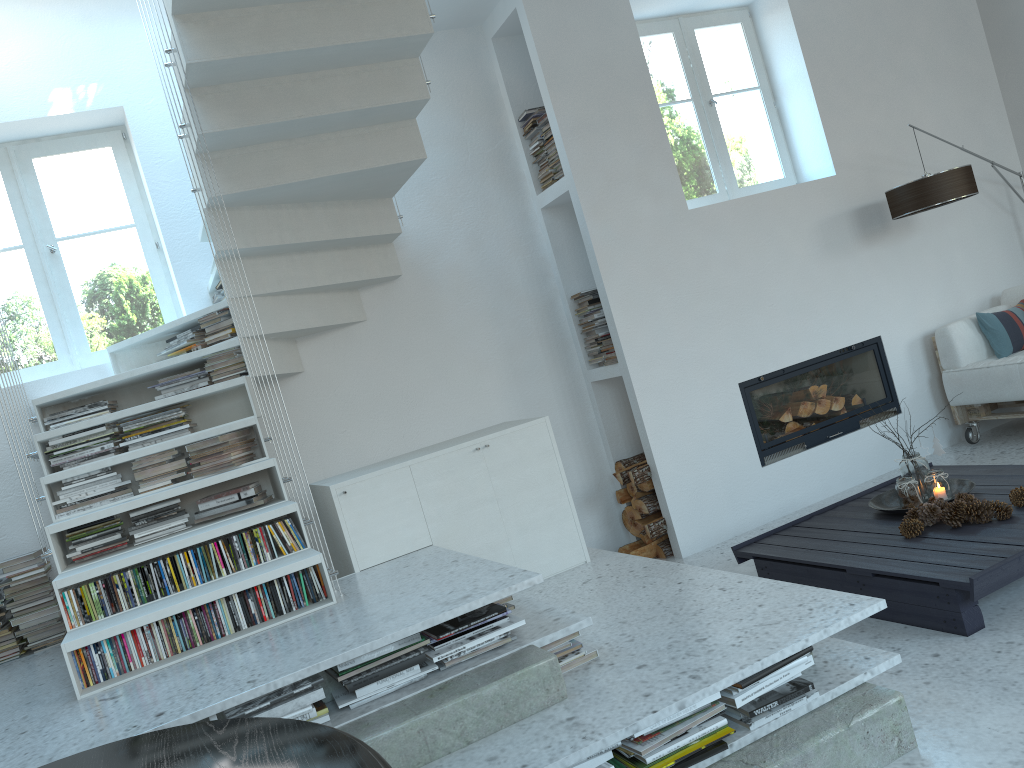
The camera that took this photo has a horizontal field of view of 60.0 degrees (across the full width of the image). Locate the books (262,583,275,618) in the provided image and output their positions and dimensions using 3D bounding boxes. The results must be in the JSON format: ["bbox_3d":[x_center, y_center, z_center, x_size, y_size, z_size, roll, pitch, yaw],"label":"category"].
[{"bbox_3d":[-0.858,0.751,3.102,0.008,0.125,0.125,-17,2,-22],"label":"books"}]

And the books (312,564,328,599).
[{"bbox_3d":[-0.691,0.700,3.174,0.009,0.125,0.125,-17,2,-22],"label":"books"}]

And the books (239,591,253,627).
[{"bbox_3d":[-0.927,0.771,3.072,0.012,0.125,0.125,-17,2,-22],"label":"books"}]

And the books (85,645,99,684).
[{"bbox_3d":[-1.363,0.903,2.885,0.007,0.125,0.125,-17,2,-22],"label":"books"}]

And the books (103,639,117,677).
[{"bbox_3d":[-1.314,0.888,2.906,0.009,0.125,0.125,-17,2,-22],"label":"books"}]

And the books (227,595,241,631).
[{"bbox_3d":[-0.964,0.782,3.057,0.011,0.125,0.125,-17,2,-22],"label":"books"}]

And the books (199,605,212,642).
[{"bbox_3d":[-1.047,0.807,3.021,0.008,0.125,0.125,-17,2,-22],"label":"books"}]

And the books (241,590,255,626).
[{"bbox_3d":[-0.918,0.768,3.077,0.008,0.125,0.125,-17,2,-22],"label":"books"}]

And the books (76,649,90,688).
[{"bbox_3d":[-1.387,0.910,2.875,0.008,0.125,0.125,-17,2,-22],"label":"books"}]

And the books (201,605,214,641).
[{"bbox_3d":[-1.041,0.806,3.024,0.008,0.125,0.125,-17,2,-22],"label":"books"}]

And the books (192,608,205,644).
[{"bbox_3d":[-1.067,0.813,3.012,0.008,0.125,0.125,-17,2,-22],"label":"books"}]

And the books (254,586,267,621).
[{"bbox_3d":[-0.883,0.758,3.091,0.008,0.125,0.125,-17,2,-22],"label":"books"}]

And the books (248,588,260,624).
[{"bbox_3d":[-0.904,0.764,3.082,0.007,0.125,0.125,-17,2,-22],"label":"books"}]

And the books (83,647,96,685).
[{"bbox_3d":[-1.371,0.905,2.882,0.009,0.125,0.125,-17,2,-22],"label":"books"}]

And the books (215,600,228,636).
[{"bbox_3d":[-0.999,0.793,3.042,0.008,0.125,0.125,-17,2,-22],"label":"books"}]

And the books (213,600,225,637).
[{"bbox_3d":[-1.007,0.795,3.038,0.010,0.125,0.125,-17,2,-22],"label":"books"}]

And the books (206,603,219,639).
[{"bbox_3d":[-1.027,0.801,3.029,0.008,0.125,0.125,-17,2,-22],"label":"books"}]

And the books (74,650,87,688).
[{"bbox_3d":[-1.393,0.911,2.873,0.008,0.125,0.125,-17,2,-22],"label":"books"}]

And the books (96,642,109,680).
[{"bbox_3d":[-1.336,0.894,2.897,0.010,0.125,0.125,-17,2,-22],"label":"books"}]

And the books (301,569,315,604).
[{"bbox_3d":[-0.736,0.714,3.155,0.013,0.125,0.125,-17,2,-22],"label":"books"}]

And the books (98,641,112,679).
[{"bbox_3d":[-1.329,0.892,2.900,0.007,0.125,0.125,-17,2,-22],"label":"books"}]

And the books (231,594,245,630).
[{"bbox_3d":[-0.949,0.778,3.063,0.008,0.125,0.125,-17,2,-22],"label":"books"}]

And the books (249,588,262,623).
[{"bbox_3d":[-0.897,0.762,3.085,0.007,0.125,0.125,-17,2,-22],"label":"books"}]

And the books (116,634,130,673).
[{"bbox_3d":[-1.280,0.878,2.921,0.008,0.125,0.125,-17,2,-22],"label":"books"}]

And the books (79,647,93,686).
[{"bbox_3d":[-1.379,0.907,2.879,0.010,0.125,0.125,-17,2,-22],"label":"books"}]

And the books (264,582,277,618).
[{"bbox_3d":[-0.849,0.748,3.106,0.012,0.125,0.125,-17,2,-22],"label":"books"}]

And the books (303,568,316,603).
[{"bbox_3d":[-0.728,0.711,3.158,0.009,0.125,0.125,-17,2,-22],"label":"books"}]

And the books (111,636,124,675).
[{"bbox_3d":[-1.294,0.882,2.915,0.008,0.125,0.125,-17,2,-22],"label":"books"}]

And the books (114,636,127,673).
[{"bbox_3d":[-1.287,0.880,2.918,0.008,0.125,0.125,-17,2,-22],"label":"books"}]

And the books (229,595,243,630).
[{"bbox_3d":[-0.957,0.780,3.060,0.011,0.125,0.125,-17,2,-22],"label":"books"}]

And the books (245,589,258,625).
[{"bbox_3d":[-0.910,0.766,3.080,0.007,0.125,0.125,-17,2,-22],"label":"books"}]

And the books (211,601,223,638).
[{"bbox_3d":[-1.013,0.797,3.036,0.010,0.125,0.125,-17,2,-22],"label":"books"}]

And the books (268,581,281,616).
[{"bbox_3d":[-0.839,0.745,3.110,0.010,0.125,0.125,-17,2,-22],"label":"books"}]

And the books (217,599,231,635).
[{"bbox_3d":[-0.992,0.791,3.045,0.008,0.125,0.125,-17,2,-22],"label":"books"}]

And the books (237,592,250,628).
[{"bbox_3d":[-0.935,0.774,3.069,0.010,0.125,0.125,-17,2,-22],"label":"books"}]

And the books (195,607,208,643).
[{"bbox_3d":[-1.060,0.811,3.016,0.008,0.125,0.125,-17,2,-22],"label":"books"}]

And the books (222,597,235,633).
[{"bbox_3d":[-0.979,0.787,3.050,0.007,0.125,0.125,-17,2,-22],"label":"books"}]

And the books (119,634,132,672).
[{"bbox_3d":[-1.273,0.875,2.924,0.008,0.125,0.125,-17,2,-22],"label":"books"}]

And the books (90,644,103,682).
[{"bbox_3d":[-1.350,0.899,2.891,0.008,0.125,0.125,-17,2,-22],"label":"books"}]

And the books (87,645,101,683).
[{"bbox_3d":[-1.357,0.900,2.888,0.007,0.125,0.125,-17,2,-22],"label":"books"}]

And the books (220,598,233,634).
[{"bbox_3d":[-0.986,0.789,3.048,0.008,0.125,0.125,-17,2,-22],"label":"books"}]

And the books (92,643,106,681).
[{"bbox_3d":[-1.344,0.897,2.894,0.008,0.125,0.125,-17,2,-22],"label":"books"}]

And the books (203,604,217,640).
[{"bbox_3d":[-1.034,0.803,3.027,0.007,0.125,0.125,-17,2,-22],"label":"books"}]

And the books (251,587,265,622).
[{"bbox_3d":[-0.890,0.760,3.088,0.008,0.125,0.125,-17,2,-22],"label":"books"}]

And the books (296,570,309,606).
[{"bbox_3d":[-0.749,0.718,3.149,0.016,0.125,0.125,-17,2,-22],"label":"books"}]

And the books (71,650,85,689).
[{"bbox_3d":[-1.400,0.914,2.870,0.007,0.125,0.125,-17,2,-22],"label":"books"}]

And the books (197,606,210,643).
[{"bbox_3d":[-1.054,0.809,3.018,0.008,0.125,0.125,-17,2,-22],"label":"books"}]

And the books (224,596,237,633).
[{"bbox_3d":[-0.972,0.785,3.053,0.008,0.125,0.125,-17,2,-22],"label":"books"}]

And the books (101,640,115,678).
[{"bbox_3d":[-1.321,0.890,2.904,0.009,0.125,0.125,-17,2,-22],"label":"books"}]

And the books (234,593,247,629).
[{"bbox_3d":[-0.942,0.776,3.066,0.008,0.125,0.125,-17,2,-22],"label":"books"}]

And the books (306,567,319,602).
[{"bbox_3d":[-0.721,0.709,3.161,0.007,0.125,0.125,-17,2,-22],"label":"books"}]

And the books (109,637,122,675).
[{"bbox_3d":[-1.300,0.884,2.912,0.008,0.125,0.125,-17,2,-22],"label":"books"}]

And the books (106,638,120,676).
[{"bbox_3d":[-1.307,0.886,2.909,0.007,0.125,0.125,-17,2,-22],"label":"books"}]

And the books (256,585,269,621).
[{"bbox_3d":[-0.875,0.756,3.095,0.010,0.125,0.125,-17,2,-22],"label":"books"}]

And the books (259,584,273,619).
[{"bbox_3d":[-0.866,0.753,3.099,0.010,0.125,0.125,-17,2,-22],"label":"books"}]

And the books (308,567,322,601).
[{"bbox_3d":[-0.712,0.707,3.165,0.012,0.125,0.125,-17,2,-22],"label":"books"}]

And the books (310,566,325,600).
[{"bbox_3d":[-0.703,0.704,3.169,0.018,0.125,0.125,-17,2,-22],"label":"books"}]

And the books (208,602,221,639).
[{"bbox_3d":[-1.020,0.799,3.033,0.008,0.125,0.125,-17,2,-22],"label":"books"}]

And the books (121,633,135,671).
[{"bbox_3d":[-1.266,0.873,2.927,0.007,0.125,0.125,-17,2,-22],"label":"books"}]
